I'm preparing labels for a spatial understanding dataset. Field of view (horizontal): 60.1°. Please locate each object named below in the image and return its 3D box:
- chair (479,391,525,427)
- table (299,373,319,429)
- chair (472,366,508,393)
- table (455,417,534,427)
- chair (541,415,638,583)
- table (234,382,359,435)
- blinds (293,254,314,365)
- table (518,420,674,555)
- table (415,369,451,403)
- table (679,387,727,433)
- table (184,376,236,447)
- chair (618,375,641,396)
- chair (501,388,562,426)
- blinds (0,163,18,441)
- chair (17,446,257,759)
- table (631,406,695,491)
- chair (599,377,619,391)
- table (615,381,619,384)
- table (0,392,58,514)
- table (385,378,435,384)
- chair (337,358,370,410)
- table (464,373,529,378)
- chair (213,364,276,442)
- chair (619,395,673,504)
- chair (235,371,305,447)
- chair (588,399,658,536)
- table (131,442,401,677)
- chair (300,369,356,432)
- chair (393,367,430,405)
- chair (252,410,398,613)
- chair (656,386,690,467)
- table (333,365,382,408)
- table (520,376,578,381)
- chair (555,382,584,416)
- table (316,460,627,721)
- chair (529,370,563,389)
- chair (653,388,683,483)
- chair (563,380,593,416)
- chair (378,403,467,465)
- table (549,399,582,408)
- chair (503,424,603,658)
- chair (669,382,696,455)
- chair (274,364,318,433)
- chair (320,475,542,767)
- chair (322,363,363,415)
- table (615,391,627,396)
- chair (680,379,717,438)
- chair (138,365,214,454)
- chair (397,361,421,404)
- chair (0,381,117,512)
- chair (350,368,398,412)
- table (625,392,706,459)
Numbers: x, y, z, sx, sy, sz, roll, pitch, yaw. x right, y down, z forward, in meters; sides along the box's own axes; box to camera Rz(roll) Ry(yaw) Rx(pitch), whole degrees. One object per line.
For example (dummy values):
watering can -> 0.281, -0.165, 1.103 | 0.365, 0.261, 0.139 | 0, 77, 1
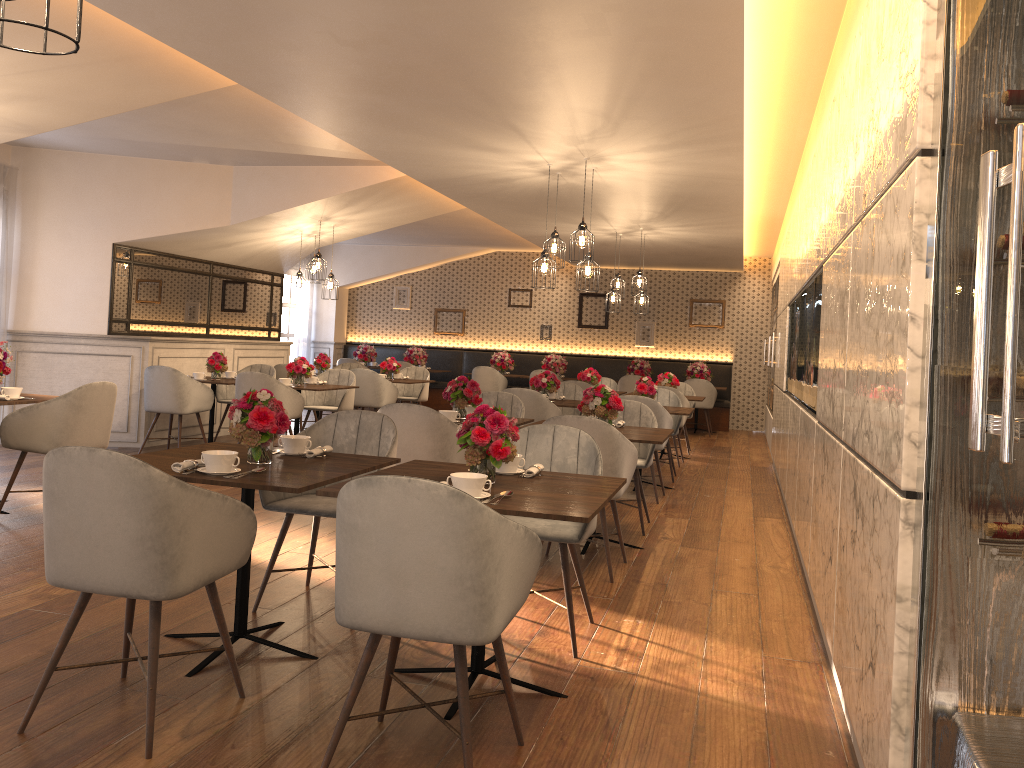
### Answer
chair -> -0.187, 0.498, 6.449 | 0.565, 0.873, 0.526 | 3, 0, 15
table -> -2.475, 0.245, 11.284 | 0.897, 0.721, 0.896 | 3, 1, 15
chair -> -0.399, 0.145, 14.335 | 0.565, 0.873, 0.526 | 3, 0, 15
table -> -0.409, 0.590, 5.827 | 0.897, 0.721, 0.896 | 3, 1, 15
chair -> 0.389, 0.594, 4.925 | 0.565, 0.873, 0.526 | 3, 0, 15
table -> -2.136, 0.371, 8.793 | 0.897, 0.721, 0.896 | 3, 1, 15
blinds -> -3.775, -1.030, 16.042 | 0.134, 2.701, 0.617 | 3, -1, 15
table -> 0.518, 0.648, 5.583 | 0.897, 0.721, 0.896 | 3, 1, 15
table -> -1.638, 0.112, 15.353 | 0.897, 0.721, 0.896 | 3, 1, 15
table -> 2.952, 0.403, 14.147 | 0.897, 0.721, 0.896 | 3, 1, 15
table -> -3.062, 0.313, 9.037 | 0.897, 0.721, 0.896 | 3, 1, 15
chair -> 1.896, 0.290, 13.732 | 0.565, 0.873, 0.526 | 3, 0, 15
chair -> 0.114, 0.461, 7.662 | 0.565, 0.873, 0.526 | 3, 0, 15
blinds -> -5.061, -0.745, 7.947 | 0.134, 2.700, 1.379 | 3, 0, 15
chair -> -1.164, 0.607, 2.772 | 0.565, 0.873, 0.526 | 3, 0, 15
table -> 1.170, 0.574, 8.076 | 0.897, 0.721, 0.896 | 3, 1, 15
chair -> 1.091, 0.352, 11.339 | 0.565, 0.873, 0.526 | 3, 0, 15
table -> 2.025, 0.344, 14.390 | 0.897, 0.721, 0.896 | 3, 1, 15
table -> -3.458, 0.439, 5.644 | 0.897, 0.721, 0.896 | 3, 1, 15
table -> -1.548, 0.304, 11.041 | 0.897, 0.721, 0.896 | 3, 1, 15
chair -> -2.694, 0.000, 14.939 | 0.565, 0.873, 0.526 | 3, 0, 15
table -> -0.270, 0.199, 14.993 | 0.897, 0.721, 0.896 | 3, 1, 15
chair -> -2.886, 0.218, 9.671 | 0.565, 0.873, 0.526 | 3, 0, 15
chair -> 1.041, 0.520, 7.418 | 0.565, 0.873, 0.526 | 3, 0, 15
chair -> -2.264, 0.317, 8.135 | 0.565, 0.873, 0.526 | 3, 0, 15
chair -> 0.740, 0.557, 6.206 | 0.565, 0.873, 0.526 | 3, 0, 15
table -> -1.036, 0.661, 3.430 | 0.897, 0.721, 0.896 | 3, 1, 15
chair -> -1.959, 0.277, 9.428 | 0.565, 0.873, 0.526 | 3, 0, 15
chair -> -1.371, 0.210, 11.675 | 0.565, 0.873, 0.526 | 3, 0, 15
chair -> -0.814, 0.570, 4.053 | 0.565, 0.873, 0.526 | 3, 0, 15
chair -> 1.668, 0.448, 9.815 | 0.565, 0.873, 0.526 | 3, 0, 15
table -> -2.565, 0.054, 15.597 | 0.897, 0.721, 0.896 | 3, 1, 15
table -> 0.657, 0.257, 14.750 | 0.897, 0.721, 0.896 | 3, 1, 15
chair -> 0.465, 0.424, 8.943 | 0.565, 0.873, 0.526 | 3, 0, 15
table -> -0.109, 0.720, 3.187 | 0.897, 0.721, 0.896 | 3, 1, 15
chair -> 0.528, 0.204, 14.092 | 0.565, 0.873, 0.526 | 3, 0, 15
chair -> 1.392, 0.482, 8.699 | 0.565, 0.873, 0.526 | 3, 0, 15
chair -> 0.741, 0.390, 10.058 | 0.565, 0.873, 0.526 | 3, 0, 15
chair -> -0.538, 0.536, 5.169 | 0.565, 0.873, 0.526 | 3, 0, 15
table -> 0.243, 0.515, 8.320 | 0.897, 0.721, 0.896 | 3, 1, 15
chair -> 0.113, 0.628, 3.809 | 0.565, 0.873, 0.526 | 3, 0, 15
chair -> 2.018, 0.411, 11.095 | 0.565, 0.873, 0.526 | 3, 0, 15
chair -> -2.603, 0.192, 10.626 | 0.565, 0.873, 0.526 | 3, 0, 15
chair -> -0.238, 0.666, 2.529 | 0.565, 0.873, 0.526 | 3, 0, 15
chair -> -2.298, 0.151, 11.919 | 0.565, 0.873, 0.526 | 3, 0, 15
table -> 0.870, 0.444, 10.716 | 0.897, 0.721, 0.896 | 3, 1, 15
chair -> 2.823, 0.349, 13.489 | 0.565, 0.873, 0.526 | 3, 0, 15
chair -> -3.191, 0.259, 8.379 | 0.565, 0.873, 0.526 | 3, 0, 15
chair -> -1.767, 0.058, 14.695 | 0.565, 0.873, 0.526 | 3, 0, 15
chair -> -2.796, 0.404, 5.512 | 0.526, 0.873, 0.564 | 3, 0, 15
chair -> -1.677, 0.250, 10.383 | 0.565, 0.873, 0.526 | 3, 0, 15
table -> 1.796, 0.502, 10.473 | 0.897, 0.721, 0.896 | 3, 1, 15
